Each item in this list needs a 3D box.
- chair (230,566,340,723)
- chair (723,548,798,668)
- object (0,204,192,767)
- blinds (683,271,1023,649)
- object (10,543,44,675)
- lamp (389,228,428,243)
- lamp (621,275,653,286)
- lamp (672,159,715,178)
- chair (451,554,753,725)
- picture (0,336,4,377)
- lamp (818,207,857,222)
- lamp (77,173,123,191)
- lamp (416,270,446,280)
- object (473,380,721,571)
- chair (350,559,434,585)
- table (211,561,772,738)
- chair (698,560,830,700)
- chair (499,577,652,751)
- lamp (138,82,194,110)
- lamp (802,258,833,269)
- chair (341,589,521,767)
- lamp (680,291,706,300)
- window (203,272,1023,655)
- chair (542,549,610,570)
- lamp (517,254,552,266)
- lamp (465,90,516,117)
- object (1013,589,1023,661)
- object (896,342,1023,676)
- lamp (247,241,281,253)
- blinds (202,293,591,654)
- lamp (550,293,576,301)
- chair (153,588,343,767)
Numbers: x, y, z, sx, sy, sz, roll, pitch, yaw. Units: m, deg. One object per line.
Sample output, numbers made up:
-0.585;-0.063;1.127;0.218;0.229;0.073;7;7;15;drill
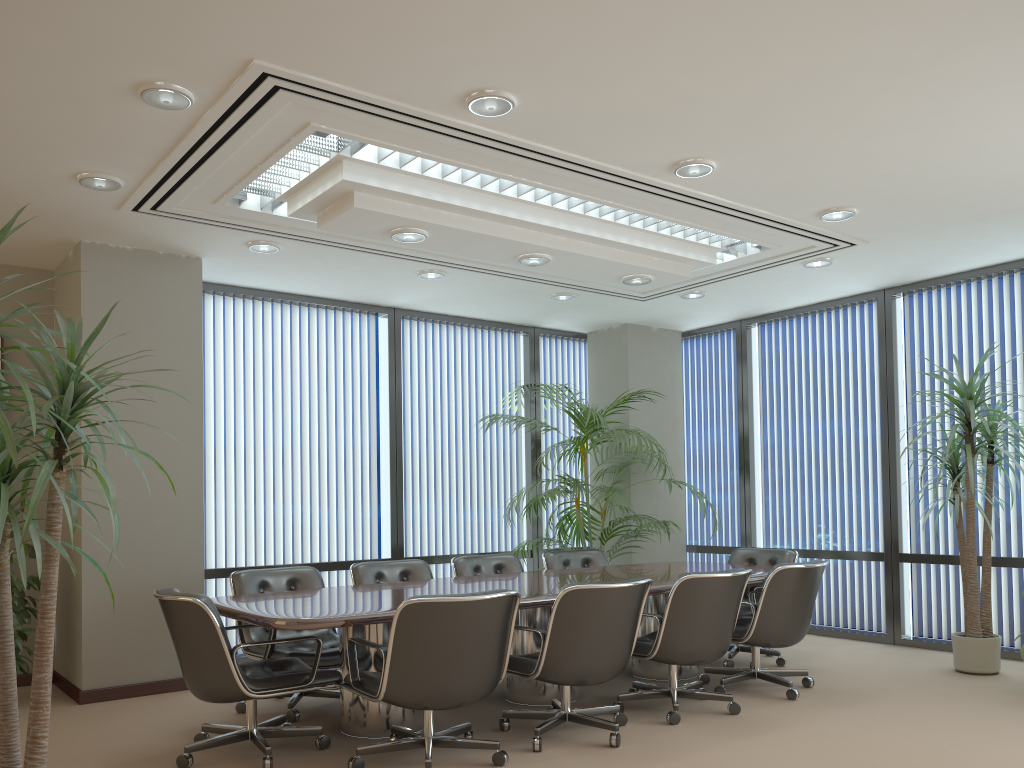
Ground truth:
-1.338;1.607;5.575;0.760;0.855;0.856;3;-6;-42;chair
1.800;1.732;6.899;0.854;0.855;0.762;3;-5;-37;chair
-1.308;0.479;2.217;0.807;1.825;0.819;-2;-3;28;object
3.095;0.740;7.859;0.050;2.893;4.957;0;-6;-37;blinds
-3.390;1.532;5.636;0.736;1.088;0.803;-1;-4;-6;object
-0.607;-0.868;5.191;0.225;0.035;0.227;2;-8;-20;lamp
0.899;-0.741;6.333;0.225;0.035;0.227;1;-8;-13;lamp
0.972;-1.145;4.713;0.225;0.035;0.227;1;-8;-13;lamp
0.497;1.629;5.966;0.759;0.853;2.542;2;-7;-37;chair
-4.144;0.476;5.896;1.297;1.739;0.058;2;-3;-37;picture
2.038;-1.055;5.521;0.225;0.035;0.227;1;-8;-13;lamp
-2.228;-1.086;4.768;0.225;0.035;0.227;2;-8;-20;lamp
-0.626;-0.838;6.822;0.225;0.035;0.227;1;-8;-13;lamp
0.724;1.117;8.271;2.166;2.467;2.101;0;-4;-17;object
-0.684;1.669;6.121;0.760;0.855;0.857;2;-6;-37;chair
0.190;1.654;5.716;4.076;0.746;1.515;5;-9;-37;table
1.636;1.592;5.830;0.736;0.855;0.856;3;-6;-42;chair
0.326;1.474;4.787;0.760;0.855;0.857;2;-6;-37;chair
-1.485;-1.229;3.788;0.225;0.035;0.226;4;-9;-33;lamp
2.309;-0.907;6.664;0.226;0.035;0.226;-8;-10;42;lamp
-0.403;1.420;4.291;0.754;0.855;0.862;2;-5;-33;chair
1.567;-0.764;7.643;0.225;0.035;0.227;3;-8;-27;lamp
1.270;0.816;8.150;7.374;2.900;3.555;-2;-5;8;window
0.693;1.778;7.112;0.759;0.855;0.857;2;-5;-32;chair
0.146;-0.805;5.762;0.225;0.035;0.227;1;-8;-13;lamp
-0.093;-1.236;3.906;0.226;0.035;0.226;-8;-10;42;lamp
3.612;1.349;5.361;0.981;1.307;0.860;-3;-4;23;object
3.295;0.904;6.278;1.019;2.304;1.035;-2;-3;28;object
-1.692;-0.928;6.015;0.225;0.035;0.227;2;-8;-20;lamp
-0.619;0.872;8.390;4.903;2.895;0.032;4;-4;-37;blinds
0.439;-0.747;7.630;0.225;0.035;0.227;1;-8;-13;lamp
-1.365;1.464;4.501;0.854;0.855;0.762;3;-5;-37;chair
